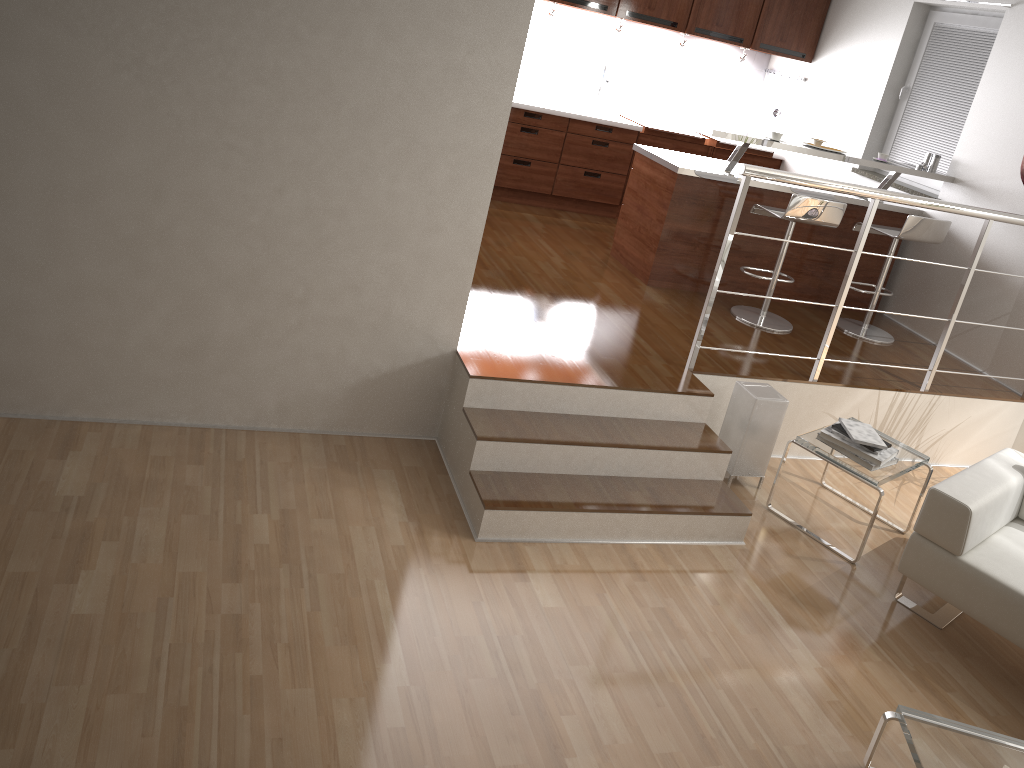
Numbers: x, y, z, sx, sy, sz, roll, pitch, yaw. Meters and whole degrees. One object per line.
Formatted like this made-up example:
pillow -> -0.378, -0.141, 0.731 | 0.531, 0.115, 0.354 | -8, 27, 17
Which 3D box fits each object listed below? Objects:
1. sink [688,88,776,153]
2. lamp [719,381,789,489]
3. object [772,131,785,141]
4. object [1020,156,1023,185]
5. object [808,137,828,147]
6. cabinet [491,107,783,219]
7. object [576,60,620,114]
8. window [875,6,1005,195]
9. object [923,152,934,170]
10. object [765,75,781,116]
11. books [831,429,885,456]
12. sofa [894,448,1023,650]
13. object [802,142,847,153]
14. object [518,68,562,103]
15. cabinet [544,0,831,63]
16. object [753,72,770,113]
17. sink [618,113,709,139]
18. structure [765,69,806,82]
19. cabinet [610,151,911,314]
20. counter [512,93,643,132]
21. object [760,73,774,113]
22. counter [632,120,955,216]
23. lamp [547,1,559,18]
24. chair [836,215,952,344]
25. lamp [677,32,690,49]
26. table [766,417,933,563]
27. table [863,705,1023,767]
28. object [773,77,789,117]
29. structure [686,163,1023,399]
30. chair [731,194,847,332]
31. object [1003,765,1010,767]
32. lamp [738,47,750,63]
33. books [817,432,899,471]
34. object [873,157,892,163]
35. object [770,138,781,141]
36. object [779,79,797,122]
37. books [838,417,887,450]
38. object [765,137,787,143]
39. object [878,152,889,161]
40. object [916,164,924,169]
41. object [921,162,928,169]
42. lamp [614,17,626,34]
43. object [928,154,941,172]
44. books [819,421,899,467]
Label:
sink -> 1.930, -2.274, 7.704 | 0.668, 0.554, 0.632 | 6, 21, -20
lamp -> 1.153, 0.248, 4.268 | 0.191, 0.460, 0.209 | 7, 18, -21
object -> 1.637, -1.527, 5.405 | 0.081, 0.044, 0.069 | 22, 23, 21
object -> 3.166, -1.523, 5.147 | 0.154, 0.756, 0.154 | 21, 17, 22
object -> 1.969, -1.543, 5.615 | 0.139, 0.040, 0.136 | 5, 24, -18
cabinet -> 0.548, -1.899, 7.370 | 3.482, 0.766, 0.716 | 5, 21, -20
object -> 0.766, -2.510, 7.418 | 0.327, 0.388, 0.172 | 6, 18, -20
window -> 3.050, -2.008, 6.202 | 0.141, 1.213, 0.887 | 8, 19, -21
object -> 2.821, -1.513, 5.942 | 0.052, 0.105, 0.055 | 1, 21, -36
object -> 2.310, -2.549, 7.736 | 0.020, 0.362, 0.112 | 8, 17, -21
books -> 1.573, 0.248, 3.953 | 0.224, 0.014, 0.153 | 31, 29, 35
sofa -> 2.457, 0.913, 3.125 | 0.912, 0.708, 1.855 | -6, 29, -42
object -> 2.019, -1.521, 5.649 | 0.307, 0.010, 0.230 | 6, 24, -17
object -> 0.235, -2.498, 7.301 | 0.367, 0.230, 0.164 | 5, 20, -20
cabinet -> 1.241, -3.229, 7.123 | 2.702, 0.609, 0.685 | 5, 22, -20
object -> 2.250, -2.634, 7.905 | 0.033, 0.366, 0.068 | 8, 17, -21
sink -> 1.276, -2.152, 7.533 | 0.597, 0.191, 0.633 | 5, 24, -20
structure -> 2.390, -2.708, 7.674 | 0.048, 0.032, 0.629 | 6, 24, -20
cabinet -> 1.718, -1.046, 6.105 | 1.837, 0.719, 0.667 | 5, 21, -20
counter -> -0.021, -2.291, 7.036 | 2.090, 0.038, 0.717 | 4, 25, -20
object -> 2.282, -2.604, 7.846 | 0.008, 0.361, 0.035 | 8, 17, -21
counter -> 1.959, -1.485, 5.937 | 2.090, 0.305, 0.884 | 5, 24, -20
lamp -> 0.309, -2.877, 6.739 | 0.081, 0.119, 0.082 | 19, 19, 17
chair -> 2.390, -0.717, 5.595 | 0.385, 0.812, 0.447 | 6, 19, -25
lamp -> 1.392, -2.793, 7.128 | 0.081, 0.119, 0.082 | 19, 19, 17
table -> 1.581, 0.469, 4.089 | 0.554, 0.383, 0.483 | -7, 29, -43
table -> 1.433, 1.300, 2.288 | 0.796, 0.239, 0.733 | 15, 22, 3
object -> 2.362, -2.501, 7.639 | 0.043, 0.349, 0.095 | 7, 17, -21
structure -> 2.042, -0.470, 4.595 | 2.309, 1.007, 0.060 | 5, 18, -20
chair -> 1.648, -0.774, 5.328 | 0.386, 0.812, 0.447 | 8, 18, -16
object -> 1.271, 1.065, 2.252 | 0.069, 0.144, 0.068 | 27, 21, 37
lamp -> 1.933, -2.751, 7.323 | 0.081, 0.119, 0.082 | 19, 19, 17
books -> 1.562, 0.291, 3.966 | 0.228, 0.026, 0.300 | -6, 30, -38
object -> 2.412, -1.463, 5.728 | 0.130, 0.008, 0.146 | -6, 30, -38
object -> 1.626, -1.511, 5.413 | 0.079, 0.002, 0.078 | 27, 27, 30
object -> 2.374, -2.438, 7.522 | 0.023, 0.366, 0.075 | 8, 17, -21
books -> 1.579, 0.222, 3.946 | 0.151, 0.014, 0.227 | 13, 23, -2
object -> 1.616, -1.510, 5.409 | 0.129, 0.008, 0.147 | 6, 24, -17
object -> 2.427, -1.483, 5.728 | 0.080, 0.044, 0.069 | 19, 22, 15
object -> 2.758, -1.469, 5.916 | 0.050, 0.018, 0.053 | 6, 23, -17
object -> 2.779, -1.470, 5.898 | 0.052, 0.043, 0.052 | 23, 22, 24
lamp -> 0.850, -2.835, 6.934 | 0.081, 0.119, 0.082 | 19, 19, 17
object -> 2.844, -1.487, 5.891 | 0.052, 0.107, 0.055 | 1, 21, -36
books -> 1.568, 0.266, 3.959 | 0.298, 0.026, 0.230 | 30, 28, 35
